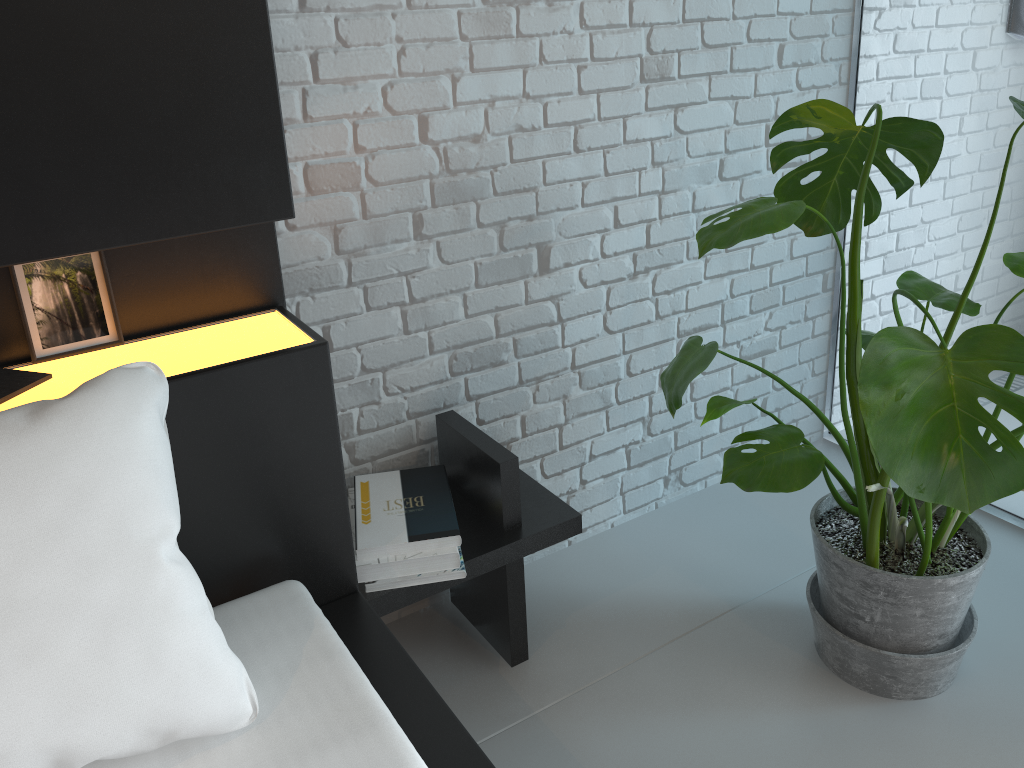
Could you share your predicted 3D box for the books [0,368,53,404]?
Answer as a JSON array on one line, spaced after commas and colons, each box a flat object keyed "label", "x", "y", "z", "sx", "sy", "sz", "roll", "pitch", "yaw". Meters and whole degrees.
[{"label": "books", "x": -0.718, "y": 0.015, "z": 1.167, "sx": 0.125, "sy": 0.012, "sz": 0.163, "roll": 5, "pitch": 24, "yaw": 17}]

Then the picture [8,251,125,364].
[{"label": "picture", "x": -0.649, "y": -0.121, "z": 1.288, "sx": 0.126, "sy": 0.153, "sz": 0.037, "roll": -16, "pitch": 23, "yaw": -31}]

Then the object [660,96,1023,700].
[{"label": "object", "x": 0.783, "y": 0.054, "z": 1.509, "sx": 0.991, "sy": 1.020, "sz": 0.874, "roll": -8, "pitch": 22, "yaw": -12}]
